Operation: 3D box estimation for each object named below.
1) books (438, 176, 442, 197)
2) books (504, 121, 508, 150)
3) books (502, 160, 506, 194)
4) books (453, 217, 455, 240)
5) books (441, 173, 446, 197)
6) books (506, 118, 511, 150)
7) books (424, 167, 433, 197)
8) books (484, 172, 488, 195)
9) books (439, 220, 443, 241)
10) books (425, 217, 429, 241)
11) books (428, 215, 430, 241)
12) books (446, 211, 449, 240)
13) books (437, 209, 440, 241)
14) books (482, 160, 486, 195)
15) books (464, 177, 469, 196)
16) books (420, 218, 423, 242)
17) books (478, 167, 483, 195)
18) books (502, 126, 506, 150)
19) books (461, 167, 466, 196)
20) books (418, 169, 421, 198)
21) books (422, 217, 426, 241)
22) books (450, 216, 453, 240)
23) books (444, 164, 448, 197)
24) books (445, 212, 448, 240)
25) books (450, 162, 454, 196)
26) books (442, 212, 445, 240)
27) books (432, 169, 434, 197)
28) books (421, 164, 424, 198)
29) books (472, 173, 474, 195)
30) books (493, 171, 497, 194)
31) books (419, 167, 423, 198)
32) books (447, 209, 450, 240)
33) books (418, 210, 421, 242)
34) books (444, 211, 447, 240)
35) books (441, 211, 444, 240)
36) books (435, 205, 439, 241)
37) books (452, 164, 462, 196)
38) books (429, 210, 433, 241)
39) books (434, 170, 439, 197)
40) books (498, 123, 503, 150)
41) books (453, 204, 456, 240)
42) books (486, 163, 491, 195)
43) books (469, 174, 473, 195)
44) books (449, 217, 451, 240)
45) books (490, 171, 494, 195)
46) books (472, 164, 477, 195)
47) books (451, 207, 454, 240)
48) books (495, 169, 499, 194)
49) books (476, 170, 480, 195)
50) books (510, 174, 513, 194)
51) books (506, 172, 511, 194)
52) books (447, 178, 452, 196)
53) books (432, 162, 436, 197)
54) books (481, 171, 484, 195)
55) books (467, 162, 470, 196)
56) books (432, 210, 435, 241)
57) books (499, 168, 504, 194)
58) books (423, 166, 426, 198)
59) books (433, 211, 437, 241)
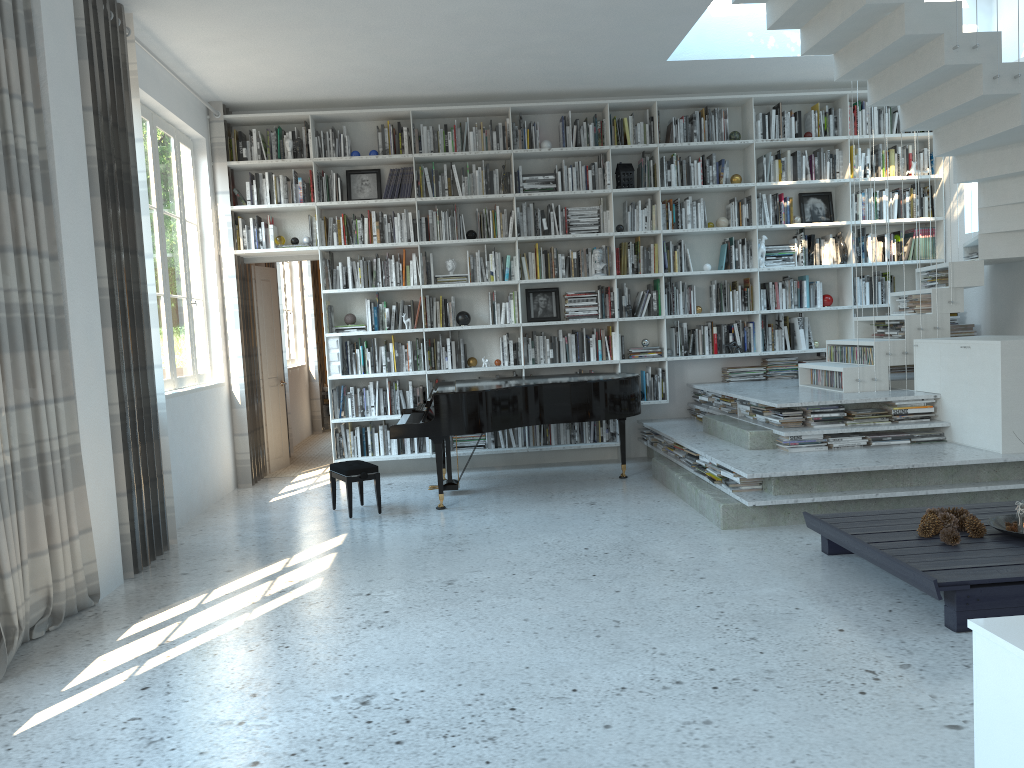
[{"bbox_3d":[-0.623,-1.700,7.722,0.024,0.201,0.153,-3,4,-3],"label":"books"},{"bbox_3d":[-0.052,-2.132,7.719,0.014,0.267,0.171,-3,4,-3],"label":"books"},{"bbox_3d":[-0.077,-1.781,7.740,0.058,0.303,0.175,-3,4,-3],"label":"books"},{"bbox_3d":[-0.508,-1.348,7.768,0.012,0.217,0.133,-3,4,-3],"label":"books"},{"bbox_3d":[-0.597,-1.709,7.716,0.029,0.219,0.157,-3,4,-3],"label":"books"},{"bbox_3d":[-0.033,-2.143,7.714,0.026,0.289,0.176,-3,4,-3],"label":"books"},{"bbox_3d":[-0.723,-1.730,7.715,0.067,0.275,0.167,-3,4,-3],"label":"books"},{"bbox_3d":[-0.227,-1.729,7.752,0.024,0.213,0.150,-3,4,-3],"label":"books"},{"bbox_3d":[-0.620,-1.326,7.748,0.029,0.187,0.149,-3,4,-3],"label":"books"},{"bbox_3d":[-0.740,-1.336,7.754,0.024,0.219,0.140,-3,4,-3],"label":"books"},{"bbox_3d":[-0.722,-1.346,7.741,0.012,0.240,0.134,-3,4,-3],"label":"books"},{"bbox_3d":[-0.561,-1.365,7.734,0.009,0.261,0.180,-3,4,-3],"label":"books"},{"bbox_3d":[-0.640,-1.372,7.726,0.010,0.284,0.183,-3,4,-3],"label":"books"},{"bbox_3d":[-0.246,-1.776,7.727,0.011,0.314,0.183,-3,4,-3],"label":"books"},{"bbox_3d":[-0.396,-1.701,7.730,0.028,0.180,0.168,-3,4,-3],"label":"books"},{"bbox_3d":[-0.787,-1.326,7.728,0.015,0.208,0.186,-3,4,-3],"label":"books"},{"bbox_3d":[-0.278,-1.749,7.741,0.028,0.261,0.135,-3,4,-3],"label":"books"},{"bbox_3d":[-0.071,-2.109,7.711,0.026,0.225,0.172,-3,4,-3],"label":"books"},{"bbox_3d":[-0.426,-1.743,7.732,0.027,0.265,0.168,-3,4,-3],"label":"books"},{"bbox_3d":[-0.803,-1.716,7.692,0.023,0.256,0.174,-3,4,-3],"label":"books"},{"bbox_3d":[-0.767,-1.337,7.753,0.029,0.225,0.136,-3,4,-3],"label":"books"},{"bbox_3d":[-0.530,-1.351,7.760,0.011,0.226,0.129,-3,4,-3],"label":"books"},{"bbox_3d":[-0.573,-1.748,7.715,0.023,0.293,0.155,-3,4,-3],"label":"books"},{"bbox_3d":[-0.572,-1.363,7.749,0.011,0.256,0.152,-3,4,-3],"label":"books"},{"bbox_3d":[-0.523,-1.763,7.735,0.013,0.315,0.135,-3,4,-3],"label":"books"},{"bbox_3d":[-0.592,-1.358,7.725,0.012,0.252,0.183,-3,4,-3],"label":"books"},{"bbox_3d":[-0.683,-1.725,7.710,0.011,0.260,0.157,-3,4,-3],"label":"books"},{"bbox_3d":[-0.775,-1.746,7.727,0.014,0.309,0.129,-3,4,-3],"label":"books"},{"bbox_3d":[-0.342,-1.719,7.731,0.010,0.208,0.173,-3,4,-3],"label":"books"},{"bbox_3d":[-0.152,-1.737,7.742,0.022,0.223,0.161,-3,4,-3],"label":"books"},{"bbox_3d":[-0.786,-1.731,7.706,0.013,0.284,0.158,-3,4,-3],"label":"books"},{"bbox_3d":[-0.552,-1.375,7.739,0.011,0.279,0.169,-3,4,-3],"label":"books"},{"bbox_3d":[-0.803,-1.365,7.741,0.012,0.285,0.159,-3,4,-3],"label":"books"},{"bbox_3d":[-0.582,-1.365,7.749,0.010,0.262,0.169,-3,4,-3],"label":"books"},{"bbox_3d":[-0.602,-1.363,7.722,0.009,0.263,0.189,-3,4,-3],"label":"books"},{"bbox_3d":[-0.653,-1.389,7.746,0.011,0.317,0.154,-3,4,-3],"label":"books"},{"bbox_3d":[-0.476,-1.749,7.713,0.075,0.286,0.178,-3,4,-3],"label":"books"},{"bbox_3d":[-0.704,-1.367,7.734,0.026,0.280,0.150,-3,4,-3],"label":"books"},{"bbox_3d":[-0.650,-1.717,7.705,0.031,0.242,0.181,-3,4,-3],"label":"books"},{"bbox_3d":[-0.101,-2.127,7.729,0.029,0.261,0.151,-3,4,-3],"label":"books"},{"bbox_3d":[-0.502,-1.400,7.752,0.004,0.321,0.153,-3,4,-3],"label":"books"},{"bbox_3d":[-0.207,-1.768,7.753,0.022,0.291,0.146,-3,4,-3],"label":"books"},{"bbox_3d":[-0.361,-1.721,7.757,0.024,0.212,0.128,-3,4,-3],"label":"books"},{"bbox_3d":[-0.539,-1.340,7.736,0.011,0.209,0.181,-3,4,-3],"label":"books"},{"bbox_3d":[-0.178,-1.732,7.737,0.030,0.218,0.182,-3,4,-3],"label":"books"},{"bbox_3d":[-0.327,-1.759,7.742,0.026,0.287,0.137,-3,4,-3],"label":"books"},{"bbox_3d":[-0.520,-1.383,7.739,0.011,0.292,0.176,-3,4,-3],"label":"books"},{"bbox_3d":[-0.131,-1.746,7.758,0.024,0.237,0.152,-3,4,-3],"label":"books"},{"bbox_3d":[-0.300,-1.729,7.722,0.021,0.226,0.191,-3,4,-3],"label":"books"},{"bbox_3d":[-0.009,-1.732,7.779,0.019,0.194,0.098,-3,4,-3],"label":"books"},{"bbox_3d":[-0.033,-1.739,7.770,0.028,0.212,0.134,-3,4,-3],"label":"books"},{"bbox_3d":[-0.542,-1.694,7.730,0.034,0.180,0.160,-3,4,-3],"label":"books"},{"bbox_3d":[-0.673,-1.752,7.700,0.012,0.315,0.171,-3,4,-3],"label":"books"},{"bbox_3d":[-0.257,-1.735,7.740,0.013,0.231,0.141,-3,4,-3],"label":"books"},{"bbox_3d":[-0.380,-1.766,7.726,0.012,0.308,0.145,-3,4,-3],"label":"books"},{"bbox_3d":[-0.685,-1.366,7.731,0.012,0.276,0.157,-3,4,-3],"label":"books"},{"bbox_3d":[-0.091,-1.760,7.740,0.055,0.264,0.166,-3,4,-3],"label":"books"},{"bbox_3d":[-0.761,-1.734,7.706,0.010,0.287,0.148,-3,4,-3],"label":"books"},{"bbox_3d":[-0.667,-1.360,7.734,0.024,0.262,0.177,-3,4,-3],"label":"books"}]
